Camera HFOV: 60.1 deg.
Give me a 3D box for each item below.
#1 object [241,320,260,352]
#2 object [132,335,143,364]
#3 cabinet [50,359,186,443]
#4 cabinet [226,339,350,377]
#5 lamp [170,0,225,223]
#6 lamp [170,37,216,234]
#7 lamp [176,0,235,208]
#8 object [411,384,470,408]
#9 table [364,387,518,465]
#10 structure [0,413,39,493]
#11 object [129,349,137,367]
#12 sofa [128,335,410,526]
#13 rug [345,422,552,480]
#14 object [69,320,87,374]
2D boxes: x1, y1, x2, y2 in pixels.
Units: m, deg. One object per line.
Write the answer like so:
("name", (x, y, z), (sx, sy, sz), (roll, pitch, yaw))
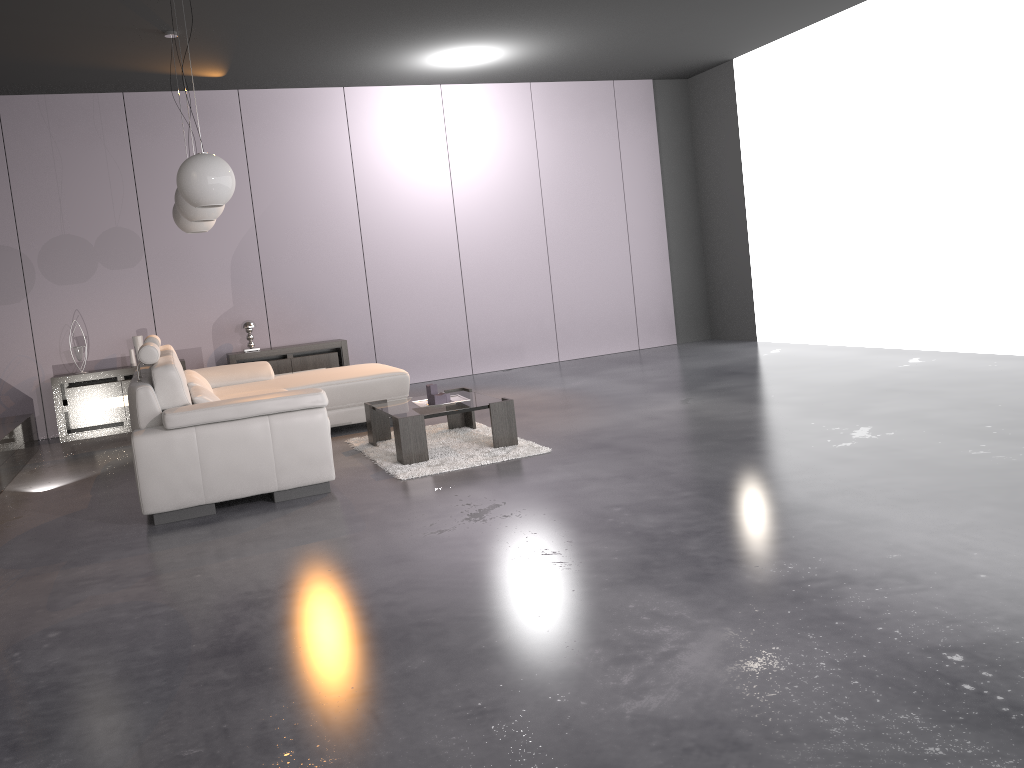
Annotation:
("object", (-2.439, -0.453, 8.236), (0.140, 0.283, 0.140), (-8, 5, -21))
("object", (-3.338, -0.301, 7.932), (0.089, 0.263, 0.089), (-3, 5, 30))
("cabinet", (-3.427, 0.133, 7.836), (1.075, 0.553, 0.378), (-9, 6, -21))
("cabinet", (-2.090, -0.077, 8.358), (1.075, 0.553, 0.378), (-9, 6, -21))
("lamp", (-2.053, -1.741, 5.614), (0.307, 1.409, 0.308), (-8, 5, -18))
("lamp", (-2.383, -1.810, 6.440), (0.307, 1.409, 0.308), (-8, 5, -18))
("lamp", (-1.739, -1.673, 4.818), (0.306, 1.409, 0.308), (-3, 6, 36))
("object", (-0.442, 0.059, 5.395), (0.305, 0.136, 0.305), (-8, 7, -16))
("table", (-0.465, 0.241, 5.516), (0.702, 0.269, 0.907), (-9, 7, -21))
("structure", (-2.742, 0.803, 2.989), (1.002, 0.299, 8.792), (-9, 8, -21))
("object", (-3.356, -0.230, 7.834), (0.051, 0.151, 0.051), (-10, 6, -42))
("sofa", (-1.473, 0.023, 5.839), (1.873, 0.855, 2.868), (-9, 7, -21))
("rug", (-0.454, 0.380, 5.510), (0.918, 0.023, 1.530), (-9, 8, -21))
("object", (-3.763, -0.326, 7.684), (0.124, 0.464, 0.108), (-8, 5, -20))
